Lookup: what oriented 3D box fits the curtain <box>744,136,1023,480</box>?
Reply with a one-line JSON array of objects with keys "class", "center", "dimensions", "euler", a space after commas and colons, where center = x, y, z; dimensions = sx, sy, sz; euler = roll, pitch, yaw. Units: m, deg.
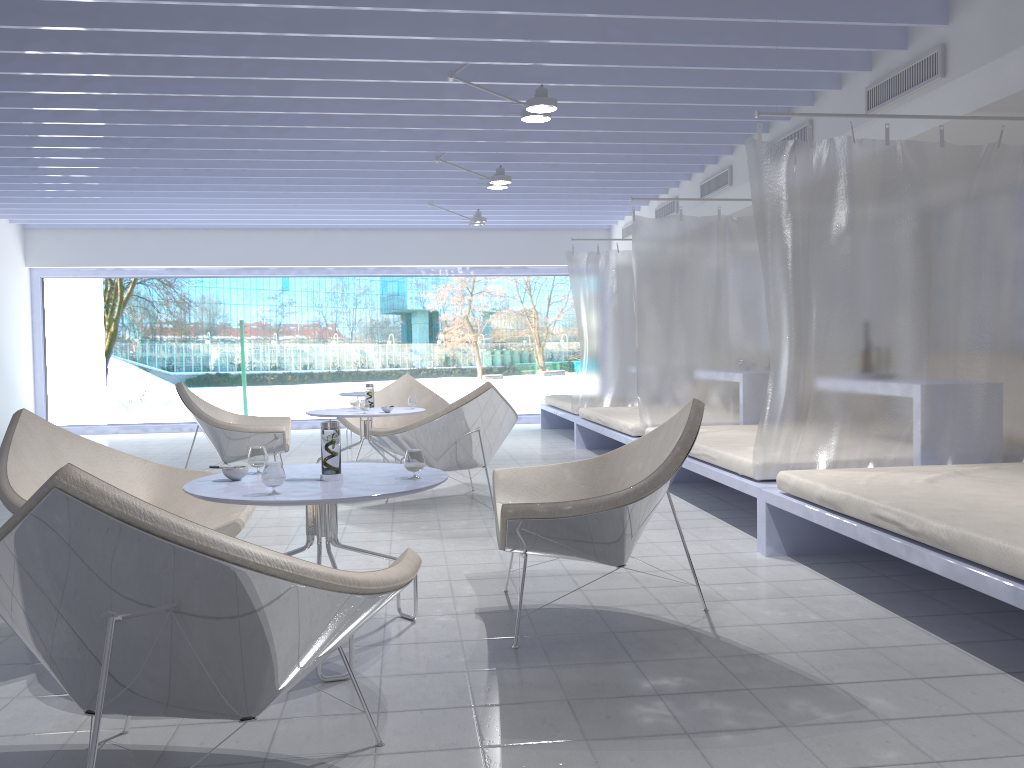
[{"class": "curtain", "center": [2.051, -0.355, 4.081], "dimensions": [2.050, 1.552, 0.151], "euler": [-1, 2, -7]}]

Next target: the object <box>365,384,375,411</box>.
[{"class": "object", "center": [-0.995, 0.090, 6.197], "dimensions": [0.075, 0.189, 0.075], "euler": [-1, 2, -15]}]

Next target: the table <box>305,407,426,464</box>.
[{"class": "table", "center": [-1.012, 0.452, 6.184], "dimensions": [0.825, 0.534, 0.823], "euler": [-1, 2, -16]}]

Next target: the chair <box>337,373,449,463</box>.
[{"class": "chair", "center": [-0.902, 0.300, 7.185], "dimensions": [0.906, 0.759, 0.753], "euler": [-1, 2, 4]}]

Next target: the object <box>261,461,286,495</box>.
[{"class": "object", "center": [-0.686, 0.271, 2.551], "dimensions": [0.068, 0.091, 0.068], "euler": [-2, 2, -17]}]

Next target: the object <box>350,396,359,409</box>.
[{"class": "object", "center": [-1.140, 0.132, 6.420], "dimensions": [0.068, 0.091, 0.068], "euler": [0, 2, 16]}]

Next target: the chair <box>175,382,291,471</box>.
[{"class": "chair", "center": [-1.927, 0.356, 6.116], "dimensions": [0.753, 0.759, 0.906], "euler": [-1, 2, -11]}]

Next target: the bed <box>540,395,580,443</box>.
[{"class": "bed", "center": [1.471, 0.342, 9.597], "dimensions": [2.022, 0.422, 2.200], "euler": [-1, 2, -7]}]

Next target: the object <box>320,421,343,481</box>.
[{"class": "object", "center": [-0.577, 0.212, 2.828], "dimensions": [0.075, 0.185, 0.075], "euler": [-3, 3, -44]}]

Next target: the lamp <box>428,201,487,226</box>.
[{"class": "lamp", "center": [-0.562, -1.743, 9.033], "dimensions": [0.587, 0.218, 0.380], "euler": [-1, 2, -7]}]

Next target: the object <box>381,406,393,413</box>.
[{"class": "object", "center": [-0.834, 0.170, 5.934], "dimensions": [0.082, 0.043, 0.082], "euler": [-3, 3, -39]}]

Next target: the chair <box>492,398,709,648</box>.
[{"class": "chair", "center": [0.320, 0.434, 3.129], "dimensions": [0.753, 0.759, 0.906], "euler": [-1, 2, -3]}]

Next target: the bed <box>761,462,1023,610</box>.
[{"class": "bed", "center": [2.247, 0.575, 3.021], "dimensions": [2.016, 0.427, 2.200], "euler": [-1, 2, -7]}]

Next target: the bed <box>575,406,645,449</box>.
[{"class": "bed", "center": [1.719, 0.418, 7.403], "dimensions": [2.016, 0.427, 2.200], "euler": [-1, 2, -7]}]

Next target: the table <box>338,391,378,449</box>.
[{"class": "table", "center": [-1.319, 0.355, 8.889], "dimensions": [0.825, 0.534, 0.823], "euler": [1, 3, 40]}]

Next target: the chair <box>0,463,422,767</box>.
[{"class": "chair", "center": [-0.690, 0.498, 1.819], "dimensions": [0.906, 0.759, 0.753], "euler": [-1, 2, 8]}]

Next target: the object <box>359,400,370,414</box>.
[{"class": "object", "center": [-0.978, 0.150, 5.873], "dimensions": [0.068, 0.091, 0.068], "euler": [0, 2, 22]}]

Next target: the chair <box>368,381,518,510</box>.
[{"class": "chair", "center": [-0.330, 0.355, 5.491], "dimensions": [0.906, 0.759, 0.753], "euler": [-2, 3, -37]}]

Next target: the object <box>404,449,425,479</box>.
[{"class": "object", "center": [-0.311, 0.255, 2.830], "dimensions": [0.068, 0.091, 0.068], "euler": [-2, 2, -17]}]

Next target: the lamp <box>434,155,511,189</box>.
[{"class": "lamp", "center": [-0.310, -1.668, 6.940], "dimensions": [0.587, 0.218, 0.380], "euler": [-1, 2, -7]}]

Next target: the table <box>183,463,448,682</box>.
[{"class": "table", "center": [-0.614, 0.571, 2.859], "dimensions": [0.825, 0.534, 0.823], "euler": [-2, 2, -30]}]

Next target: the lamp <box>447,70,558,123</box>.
[{"class": "lamp", "center": [-0.060, -1.594, 4.866], "dimensions": [0.587, 0.218, 0.380], "euler": [-1, 2, -7]}]

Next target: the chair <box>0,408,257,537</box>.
[{"class": "chair", "center": [-1.400, 0.461, 3.089], "dimensions": [0.753, 0.759, 0.906], "euler": [0, 2, 11]}]

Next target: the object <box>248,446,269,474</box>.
[{"class": "object", "center": [-0.858, 0.257, 2.995], "dimensions": [0.068, 0.091, 0.068], "euler": [-2, 2, -17]}]

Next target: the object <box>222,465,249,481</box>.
[{"class": "object", "center": [-0.886, 0.287, 2.843], "dimensions": [0.082, 0.043, 0.082], "euler": [-1, 2, -5]}]

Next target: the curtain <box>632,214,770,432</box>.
[{"class": "curtain", "center": [1.829, -0.413, 6.268], "dimensions": [1.998, 1.559, 0.125], "euler": [-1, 2, -8]}]

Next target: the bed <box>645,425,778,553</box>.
[{"class": "bed", "center": [1.999, 0.499, 5.216], "dimensions": [2.022, 0.422, 2.200], "euler": [-1, 2, -7]}]

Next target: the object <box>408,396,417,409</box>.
[{"class": "object", "center": [-0.701, 0.132, 6.260], "dimensions": [0.068, 0.091, 0.068], "euler": [-1, 2, -14]}]

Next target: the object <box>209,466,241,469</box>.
[{"class": "object", "center": [-0.919, 0.268, 2.843], "dimensions": [0.098, 0.016, 0.012], "euler": [-1, 2, -7]}]

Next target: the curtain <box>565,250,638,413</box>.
[{"class": "curtain", "center": [1.523, -0.512, 8.464], "dimensions": [2.050, 1.552, 0.151], "euler": [-1, 2, -7]}]
